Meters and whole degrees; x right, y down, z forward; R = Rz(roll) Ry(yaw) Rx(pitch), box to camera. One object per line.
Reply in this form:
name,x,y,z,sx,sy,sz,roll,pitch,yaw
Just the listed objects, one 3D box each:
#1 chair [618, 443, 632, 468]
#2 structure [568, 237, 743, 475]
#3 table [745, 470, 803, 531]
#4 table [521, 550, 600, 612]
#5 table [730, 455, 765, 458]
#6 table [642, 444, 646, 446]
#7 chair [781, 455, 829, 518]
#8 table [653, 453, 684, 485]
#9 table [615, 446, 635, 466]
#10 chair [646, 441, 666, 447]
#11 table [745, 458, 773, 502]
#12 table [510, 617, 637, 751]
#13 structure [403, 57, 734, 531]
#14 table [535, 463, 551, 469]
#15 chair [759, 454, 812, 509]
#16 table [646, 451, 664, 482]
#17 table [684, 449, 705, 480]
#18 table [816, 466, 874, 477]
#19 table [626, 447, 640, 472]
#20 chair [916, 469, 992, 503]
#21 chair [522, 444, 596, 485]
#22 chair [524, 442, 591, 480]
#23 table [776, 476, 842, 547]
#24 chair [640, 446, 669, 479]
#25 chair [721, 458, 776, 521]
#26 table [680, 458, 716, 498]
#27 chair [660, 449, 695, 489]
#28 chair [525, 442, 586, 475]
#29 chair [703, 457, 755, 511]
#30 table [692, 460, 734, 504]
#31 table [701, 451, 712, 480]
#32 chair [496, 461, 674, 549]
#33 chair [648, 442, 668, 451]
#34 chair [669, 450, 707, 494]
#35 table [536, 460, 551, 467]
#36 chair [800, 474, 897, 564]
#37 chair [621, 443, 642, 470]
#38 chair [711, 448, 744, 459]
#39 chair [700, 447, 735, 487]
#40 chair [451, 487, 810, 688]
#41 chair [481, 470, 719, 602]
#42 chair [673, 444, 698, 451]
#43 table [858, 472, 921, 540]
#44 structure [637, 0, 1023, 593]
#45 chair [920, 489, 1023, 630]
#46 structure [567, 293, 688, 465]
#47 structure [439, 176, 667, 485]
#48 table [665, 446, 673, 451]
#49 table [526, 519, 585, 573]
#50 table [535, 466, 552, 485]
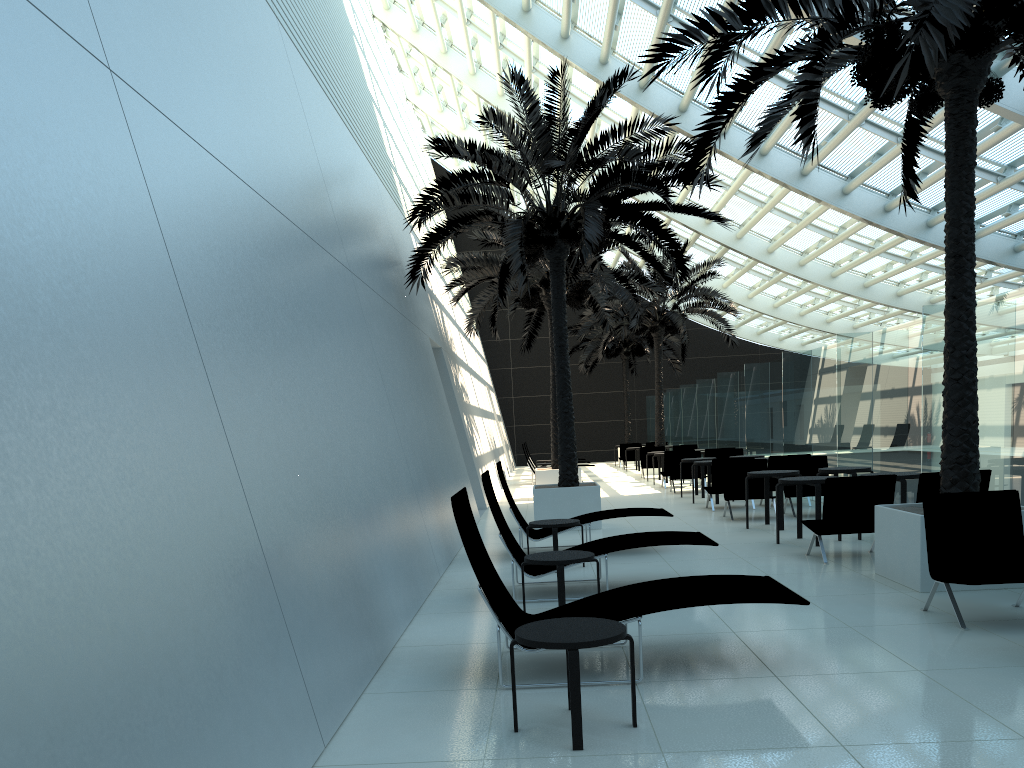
chair,4.277,2.601,31.908,0.716,0.897,0.879,-3,2,2
structure,4.364,-0.774,26.314,4.819,7.098,4.393,-3,4,-4
table,3.611,1.598,12.034,0.680,0.789,0.672,-1,4,40
table,0.388,1.619,6.945,0.554,0.522,0.548,-1,3,45
table,4.762,1.845,17.629,0.680,0.789,0.672,-1,4,40
table,5.256,2.668,33.053,0.673,0.789,0.679,-6,4,-41
chair,4.587,1.558,13.279,0.716,0.897,0.879,-3,2,2
table,3.921,2.122,21.836,0.679,0.789,0.673,0,4,45
table,4.288,2.722,33.091,0.673,0.789,0.679,-6,4,-41
chair,5.208,2.549,31.872,0.716,0.897,0.879,-3,2,2
table,4.705,1.767,16.166,0.679,0.789,0.673,0,4,45
table,0.305,1.482,4.378,0.554,0.522,0.548,-1,3,45
structure,0.785,-1.220,13.047,4.621,6.910,4.246,-4,5,-19
table,1.017,2.650,26.250,0.554,0.522,0.548,-1,3,45
chair,4.657,1.648,14.985,0.716,0.897,0.879,-3,2,2
table,3.977,2.197,23.265,0.680,0.789,0.672,-1,4,40
table,4.945,2.143,23.227,0.680,0.789,0.672,-1,4,40
table,4.579,1.544,11.996,0.680,0.789,0.672,-1,4,40
table,4.161,2.499,28.921,0.680,0.789,0.672,-1,4,40
chair,4.469,1.339,9.201,0.716,0.897,0.879,-3,2,2
chair,1.336,2.225,24.787,2.037,1.171,0.912,-3,3,2
chair,1.420,2.362,27.355,2.037,1.171,0.912,-3,3,2
table,3.549,1.512,10.420,0.679,0.789,0.673,0,4,45
chair,4.022,2.208,24.533,0.716,0.897,0.879,-3,2,2
chair,3.656,1.609,13.315,0.716,0.897,0.879,-3,2,2
table,3.794,1.898,17.667,0.680,0.789,0.672,-1,4,40
chair,3.910,2.000,20.654,0.716,0.897,0.879,-3,2,2
chair,1.506,2.503,30.002,2.037,1.171,0.912,-3,3,2
chair,3.727,1.700,15.021,0.716,0.897,0.879,-3,2,2
table,3.737,1.821,16.204,0.679,0.789,0.673,0,4,45
table,4.889,2.068,21.799,0.679,0.789,0.673,0,4,45
chair,0.874,1.468,10.617,2.037,1.171,0.912,-3,3,2
chair,5.138,2.460,30.178,0.716,0.897,0.879,-3,2,2
chair,3.840,1.911,18.960,0.716,0.897,0.879,-3,2,2
table,1.104,2.791,28.898,0.554,0.522,0.548,-1,3,45
chair,3.538,1.391,9.237,0.716,0.897,0.879,-3,2,2
chair,4.207,2.511,30.214,0.716,0.897,0.879,-3,2,2
chair,4.771,1.859,18.924,0.716,0.897,0.879,-3,2,2
chair,4.841,1.949,20.617,0.716,0.897,0.879,-3,2,2
chair,0.707,1.194,5.482,2.037,1.171,0.912,-3,3,2
chair,0.791,1.331,8.050,2.037,1.171,0.912,-3,3,2
chair,4.953,2.156,24.497,0.716,0.897,0.879,-3,2,2
table,4.517,1.458,10.382,0.679,0.789,0.673,0,4,45
structure,3.747,-1.794,7.204,4.829,7.098,4.383,-2,5,20
chair,3.422,1.225,6.118,0.716,0.897,0.879,-3,2,2
structure,4.655,-0.341,34.443,4.437,7.096,4.774,-5,4,-19
structure,0.773,-0.919,19.042,4.289,6.971,4.576,0,5,35
table,5.129,2.445,28.884,0.680,0.789,0.672,-1,4,40
table,0.472,1.756,9.513,0.554,0.522,0.548,-1,3,45
table,0.934,2.512,23.682,0.554,0.522,0.548,-2,2,40
